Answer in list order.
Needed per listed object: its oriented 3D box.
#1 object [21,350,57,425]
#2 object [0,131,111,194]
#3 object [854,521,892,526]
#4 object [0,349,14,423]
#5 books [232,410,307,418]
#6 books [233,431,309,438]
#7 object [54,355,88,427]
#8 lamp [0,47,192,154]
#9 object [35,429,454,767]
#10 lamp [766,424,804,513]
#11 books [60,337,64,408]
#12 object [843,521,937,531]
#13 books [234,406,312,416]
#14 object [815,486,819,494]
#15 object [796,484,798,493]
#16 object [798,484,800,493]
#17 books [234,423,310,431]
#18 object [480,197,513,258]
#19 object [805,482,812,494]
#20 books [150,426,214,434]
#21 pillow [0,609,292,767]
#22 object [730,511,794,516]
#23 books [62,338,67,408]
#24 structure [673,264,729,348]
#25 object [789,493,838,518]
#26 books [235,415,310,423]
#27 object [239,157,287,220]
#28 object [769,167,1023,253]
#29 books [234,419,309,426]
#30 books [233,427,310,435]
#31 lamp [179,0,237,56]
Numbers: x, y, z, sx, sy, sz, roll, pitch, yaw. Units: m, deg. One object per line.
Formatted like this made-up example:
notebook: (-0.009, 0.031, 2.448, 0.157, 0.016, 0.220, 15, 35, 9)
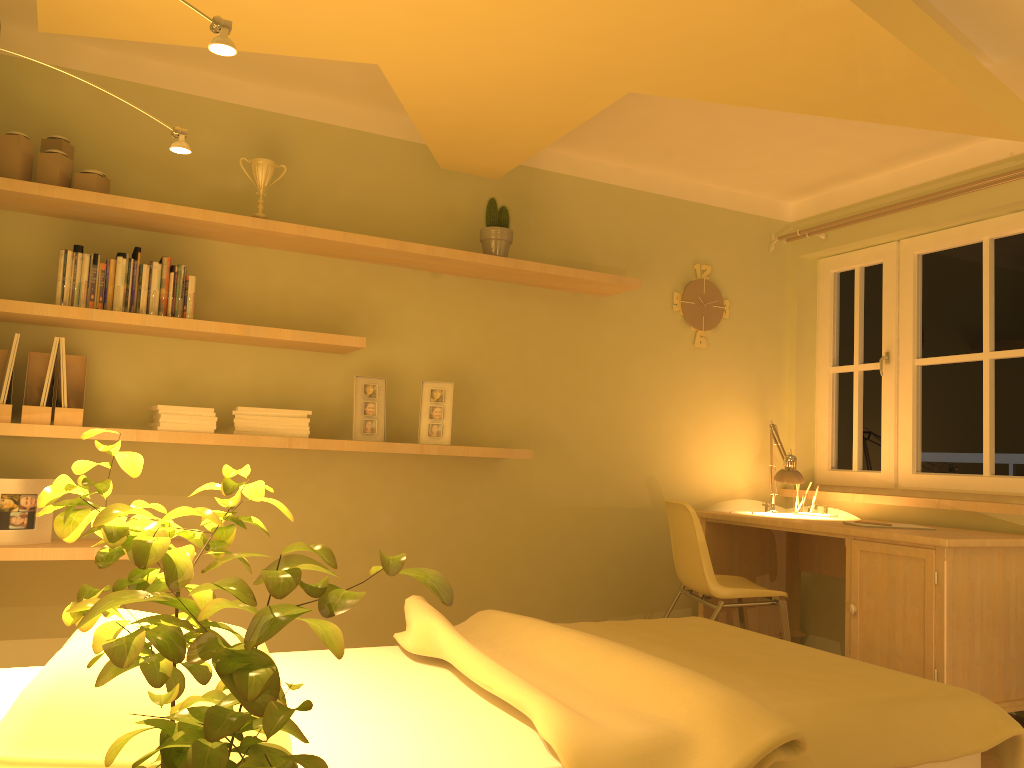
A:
object: (-1.621, 0.012, 3.045, 0.087, 0.259, 0.236, 5, -5, -27)
object: (-1.593, -0.771, 3.103, 0.349, 0.229, 0.234, 5, -5, -26)
object: (1.495, 0.578, 3.676, 0.008, 0.009, 0.166, 6, -6, -36)
object: (-1.733, 0.002, 2.987, 0.087, 0.259, 0.236, 6, -6, -32)
books: (-0.931, 0.121, 3.408, 0.270, 0.015, 0.190, 4, -5, -16)
books: (-0.923, 0.195, 3.394, 0.270, 0.015, 0.190, 4, -5, -16)
object: (-1.536, 0.020, 3.088, 0.087, 0.259, 0.236, 5, -5, -27)
lamp: (-1.007, -0.668, 2.030, 0.533, 0.178, 0.050, 5, -5, -27)
object: (-0.354, 0.529, 1.035, 0.372, 0.944, 0.828, 6, -6, -33)
lamp: (1.309, 0.414, 4.382, 0.140, 0.455, 0.484, 3, -5, -2)
books: (-1.559, -0.003, 3.073, 0.036, 0.296, 0.210, 5, -5, -27)
object: (1.565, 0.590, 3.688, 0.300, 0.010, 0.210, 3, -5, -2)
books: (-0.919, 0.106, 3.401, 0.270, 0.015, 0.190, 4, -5, -21)
object: (1.507, 0.575, 4.423, 0.043, 0.138, 0.010, -1, -6, 37)
object: (1.443, 0.563, 4.479, 0.009, 0.162, 0.053, -1, -6, 39)
object: (1.448, 0.565, 4.495, 0.034, 0.165, 0.009, 6, -6, -34)
books: (-0.916, 0.165, 3.389, 0.270, 0.015, 0.190, 4, -5, -15)
object: (-0.066, -0.673, 3.854, 0.145, 0.294, 0.145, -2, -7, 44)
object: (1.474, 0.569, 4.471, 0.073, 0.155, 0.008, 0, -6, 28)
books: (-1.213, 0.170, 3.251, 0.190, 0.015, 0.270, 5, -6, -27)
pillow: (-0.698, 0.589, 1.769, 0.482, 0.213, 0.801, 4, -5, -17)
object: (1.209, 0.627, 4.296, 0.300, 0.009, 0.040, 2, -5, 3)
books: (-1.553, -0.002, 3.080, 0.043, 0.296, 0.210, 5, -5, -27)
structure: (0.981, -0.403, 4.556, 0.360, 0.432, 0.027, 5, -5, -27)
object: (1.493, 0.599, 4.394, 0.070, 0.105, 0.240, 6, -6, -34)
books: (-0.913, 0.136, 3.394, 0.270, 0.015, 0.190, 4, -5, -14)
object: (-0.974, -0.734, 3.442, 0.095, 0.268, 0.160, -1, -6, 33)
object: (1.845, -0.793, 4.054, 0.190, 0.113, 1.708, 5, -5, -27)
books: (-0.921, 0.150, 3.390, 0.270, 0.015, 0.190, 4, -5, -16)
books: (-0.922, 0.180, 3.395, 0.270, 0.015, 0.190, 4, -5, -19)
lamp: (-0.727, -0.703, 1.480, 0.533, 0.178, 0.050, 5, -5, -27)
